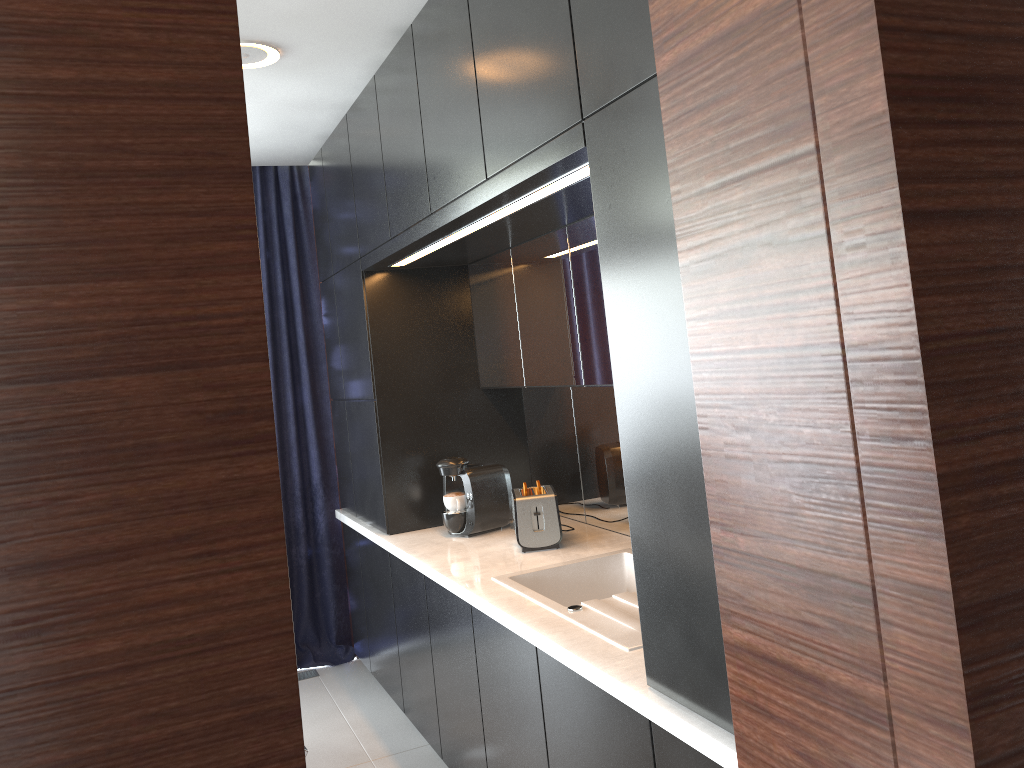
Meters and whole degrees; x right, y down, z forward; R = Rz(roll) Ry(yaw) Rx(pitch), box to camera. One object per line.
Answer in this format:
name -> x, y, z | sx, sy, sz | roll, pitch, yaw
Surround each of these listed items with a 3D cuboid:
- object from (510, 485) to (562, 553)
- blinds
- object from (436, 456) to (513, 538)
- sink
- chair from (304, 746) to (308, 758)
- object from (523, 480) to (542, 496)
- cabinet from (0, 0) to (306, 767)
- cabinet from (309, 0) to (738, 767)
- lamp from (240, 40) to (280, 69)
object -> 0.079, 0.484, 3.208 | 0.176, 0.196, 0.260 | -6, 0, -2
blinds -> -2.490, 0.322, 0.373 | 5.814, 2.781, 7.106 | -6, 1, -19
object -> -0.163, 0.439, 3.556 | 0.270, 0.313, 0.213 | -5, -2, -38
sink -> 0.325, 0.545, 2.482 | 0.505, 0.494, 0.849 | -6, 1, -23
chair -> -0.638, 1.100, 1.734 | 0.465, 0.743, 0.393 | -5, -2, -27
object -> -0.363, 0.540, 2.455 | 0.139, 0.222, 1.884 | -7, 1, 32
cabinet -> -1.124, 0.231, 2.016 | 0.788, 2.559, 3.318 | -5, 0, -23
cabinet -> 0.034, 0.071, 3.074 | 0.707, 2.561, 3.461 | -5, 0, -23
lamp -> 0.084, -1.136, 1.749 | 9.623, 0.084, 5.316 | -8, 2, -37
